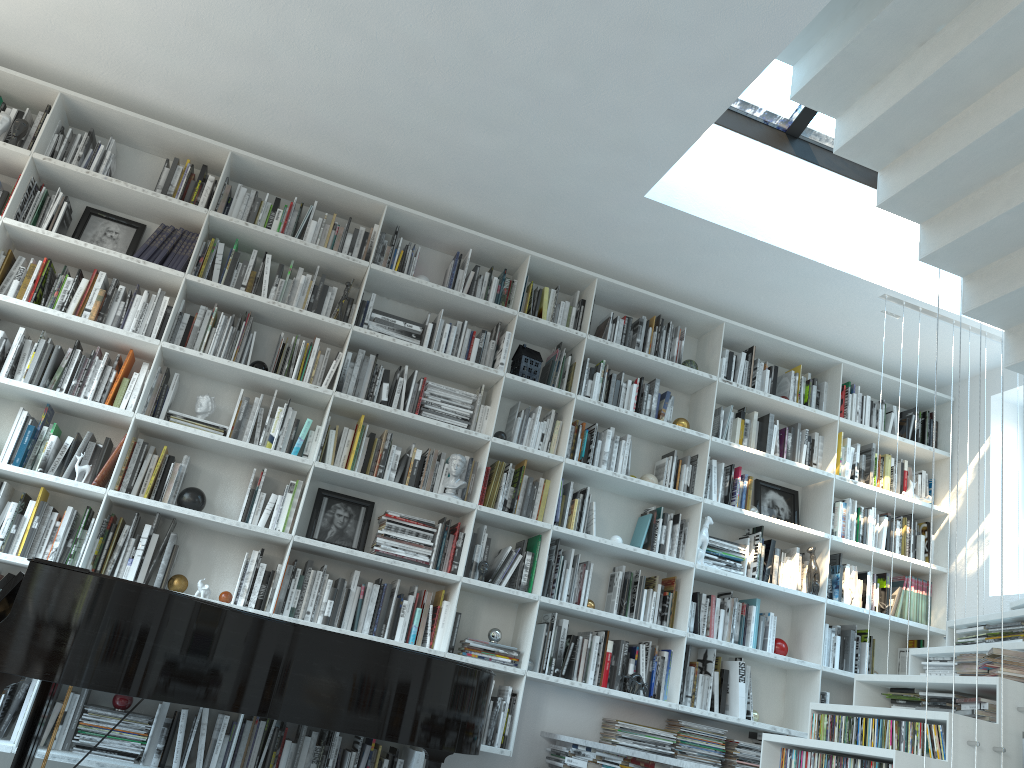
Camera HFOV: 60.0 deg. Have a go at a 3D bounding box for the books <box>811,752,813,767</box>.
[{"bbox_3d":[1.311,1.626,3.728,0.125,0.125,0.007,17,-21,-14],"label":"books"}]

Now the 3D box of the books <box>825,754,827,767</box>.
[{"bbox_3d":[1.340,1.600,3.643,0.125,0.125,0.008,17,-21,-14],"label":"books"}]

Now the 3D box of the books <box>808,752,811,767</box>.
[{"bbox_3d":[1.306,1.631,3.742,0.125,0.125,0.009,17,-21,-14],"label":"books"}]

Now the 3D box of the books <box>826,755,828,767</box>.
[{"bbox_3d":[1.343,1.598,3.636,0.125,0.125,0.009,17,-21,-14],"label":"books"}]

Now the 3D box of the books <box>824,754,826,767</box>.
[{"bbox_3d":[1.338,1.602,3.650,0.125,0.125,0.007,17,-21,-14],"label":"books"}]

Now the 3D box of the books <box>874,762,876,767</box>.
[{"bbox_3d":[1.433,1.517,3.379,0.125,0.125,0.010,17,-21,-14],"label":"books"}]

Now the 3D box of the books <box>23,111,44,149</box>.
[{"bbox_3d":[-2.415,-1.211,4.481,0.022,0.285,0.175,17,-21,-14],"label":"books"}]

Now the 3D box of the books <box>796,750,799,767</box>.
[{"bbox_3d":[1.279,1.655,3.819,0.125,0.125,0.008,17,-21,-14],"label":"books"}]

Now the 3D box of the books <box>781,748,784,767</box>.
[{"bbox_3d":[1.246,1.684,3.914,0.125,0.125,0.008,17,-21,-14],"label":"books"}]

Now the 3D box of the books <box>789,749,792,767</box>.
[{"bbox_3d":[1.264,1.668,3.862,0.125,0.125,0.010,17,-21,-14],"label":"books"}]

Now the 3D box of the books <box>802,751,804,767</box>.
[{"bbox_3d":[1.291,1.644,3.783,0.125,0.125,0.007,17,-21,-14],"label":"books"}]

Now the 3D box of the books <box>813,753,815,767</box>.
[{"bbox_3d":[1.316,1.622,3.713,0.125,0.125,0.009,17,-21,-14],"label":"books"}]

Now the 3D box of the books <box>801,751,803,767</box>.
[{"bbox_3d":[1.289,1.646,3.790,0.125,0.125,0.007,17,-21,-14],"label":"books"}]

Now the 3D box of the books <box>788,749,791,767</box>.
[{"bbox_3d":[1.261,1.670,3.870,0.125,0.125,0.008,17,-21,-14],"label":"books"}]

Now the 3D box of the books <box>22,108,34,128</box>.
[{"bbox_3d":[-2.481,-1.230,4.473,0.013,0.291,0.155,17,-21,-14],"label":"books"}]

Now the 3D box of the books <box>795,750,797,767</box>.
[{"bbox_3d":[1.277,1.657,3.825,0.125,0.125,0.008,17,-21,-14],"label":"books"}]

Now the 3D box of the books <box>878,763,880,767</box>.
[{"bbox_3d":[1.439,1.512,3.362,0.125,0.125,0.012,17,-21,-14],"label":"books"}]

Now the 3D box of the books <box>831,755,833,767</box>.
[{"bbox_3d":[1.353,1.589,3.609,0.125,0.125,0.007,17,-21,-14],"label":"books"}]

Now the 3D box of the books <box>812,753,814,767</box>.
[{"bbox_3d":[1.313,1.624,3.721,0.125,0.125,0.008,17,-21,-14],"label":"books"}]

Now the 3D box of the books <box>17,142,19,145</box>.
[{"bbox_3d":[-2.471,-1.186,4.458,0.023,0.204,0.146,17,-21,-14],"label":"books"}]

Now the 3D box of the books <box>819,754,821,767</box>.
[{"bbox_3d":[1.328,1.611,3.678,0.125,0.125,0.009,17,-21,-14],"label":"books"}]

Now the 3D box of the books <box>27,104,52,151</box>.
[{"bbox_3d":[-2.392,-1.230,4.490,0.014,0.336,0.168,17,-21,-14],"label":"books"}]

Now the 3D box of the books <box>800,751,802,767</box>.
[{"bbox_3d":[1.287,1.648,3.797,0.125,0.125,0.008,17,-21,-14],"label":"books"}]

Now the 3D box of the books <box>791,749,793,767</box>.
[{"bbox_3d":[1.267,1.666,3.854,0.125,0.125,0.007,17,-21,-14],"label":"books"}]

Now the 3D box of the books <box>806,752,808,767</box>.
[{"bbox_3d":[1.301,1.635,3.756,0.125,0.125,0.007,17,-21,-14],"label":"books"}]

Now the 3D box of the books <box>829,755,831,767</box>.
[{"bbox_3d":[1.348,1.593,3.623,0.125,0.125,0.008,17,-21,-14],"label":"books"}]

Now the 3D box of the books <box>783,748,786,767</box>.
[{"bbox_3d":[1.249,1.682,3.906,0.125,0.125,0.010,17,-21,-14],"label":"books"}]

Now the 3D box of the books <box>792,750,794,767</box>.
[{"bbox_3d":[1.269,1.663,3.846,0.125,0.125,0.009,17,-21,-14],"label":"books"}]

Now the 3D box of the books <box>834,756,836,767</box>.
[{"bbox_3d":[1.357,1.585,3.595,0.125,0.125,0.010,17,-21,-14],"label":"books"}]

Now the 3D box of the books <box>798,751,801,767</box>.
[{"bbox_3d":[1.284,1.650,3.805,0.125,0.125,0.008,17,-21,-14],"label":"books"}]

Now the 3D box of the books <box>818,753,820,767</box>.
[{"bbox_3d":[1.326,1.613,3.685,0.125,0.125,0.008,17,-21,-14],"label":"books"}]

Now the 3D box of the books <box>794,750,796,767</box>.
[{"bbox_3d":[1.274,1.659,3.832,0.125,0.125,0.007,17,-21,-14],"label":"books"}]

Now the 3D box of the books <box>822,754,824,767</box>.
[{"bbox_3d":[1.333,1.606,3.664,0.125,0.125,0.009,17,-21,-14],"label":"books"}]

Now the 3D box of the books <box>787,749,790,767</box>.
[{"bbox_3d":[1.259,1.672,3.876,0.125,0.125,0.008,17,-21,-14],"label":"books"}]

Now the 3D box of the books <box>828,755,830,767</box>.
[{"bbox_3d":[1.345,1.595,3.629,0.125,0.125,0.007,17,-21,-14],"label":"books"}]

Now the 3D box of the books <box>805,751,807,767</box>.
[{"bbox_3d":[1.298,1.637,3.763,0.125,0.125,0.008,17,-21,-14],"label":"books"}]

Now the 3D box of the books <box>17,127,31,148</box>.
[{"bbox_3d":[-2.448,-1.171,4.458,0.028,0.184,0.168,17,-21,-14],"label":"books"}]

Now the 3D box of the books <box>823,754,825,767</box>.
[{"bbox_3d":[1.336,1.604,3.656,0.125,0.125,0.008,17,-21,-14],"label":"books"}]

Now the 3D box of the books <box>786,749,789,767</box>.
[{"bbox_3d":[1.257,1.675,3.883,0.125,0.125,0.007,17,-21,-14],"label":"books"}]

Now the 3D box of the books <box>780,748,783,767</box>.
[{"bbox_3d":[1.243,1.686,3.920,0.125,0.125,0.008,17,-21,-14],"label":"books"}]

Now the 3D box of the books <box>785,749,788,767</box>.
[{"bbox_3d":[1.254,1.677,3.890,0.125,0.125,0.007,17,-21,-14],"label":"books"}]

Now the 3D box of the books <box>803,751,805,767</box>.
[{"bbox_3d":[1.294,1.641,3.777,0.125,0.125,0.007,17,-21,-14],"label":"books"}]

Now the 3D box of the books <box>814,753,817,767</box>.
[{"bbox_3d":[1.318,1.620,3.707,0.125,0.125,0.008,17,-21,-14],"label":"books"}]

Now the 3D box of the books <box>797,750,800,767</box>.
[{"bbox_3d":[1.282,1.652,3.811,0.125,0.125,0.008,17,-21,-14],"label":"books"}]

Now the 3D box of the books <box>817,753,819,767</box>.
[{"bbox_3d":[1.323,1.615,3.692,0.125,0.125,0.009,17,-21,-14],"label":"books"}]

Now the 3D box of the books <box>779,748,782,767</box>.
[{"bbox_3d":[1.241,1.689,3.928,0.125,0.125,0.007,17,-21,-14],"label":"books"}]

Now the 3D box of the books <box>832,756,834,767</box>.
[{"bbox_3d":[1.355,1.587,3.602,0.125,0.125,0.007,17,-21,-14],"label":"books"}]

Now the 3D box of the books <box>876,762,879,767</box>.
[{"bbox_3d":[1.436,1.515,3.371,0.125,0.125,0.008,17,-21,-14],"label":"books"}]

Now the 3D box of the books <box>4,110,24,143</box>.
[{"bbox_3d":[-2.499,-1.225,4.451,0.027,0.258,0.147,17,-21,-14],"label":"books"}]

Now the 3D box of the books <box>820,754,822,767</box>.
[{"bbox_3d":[1.331,1.608,3.671,0.125,0.125,0.008,17,-21,-14],"label":"books"}]

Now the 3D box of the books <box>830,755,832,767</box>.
[{"bbox_3d":[1.350,1.591,3.616,0.125,0.125,0.007,17,-21,-14],"label":"books"}]

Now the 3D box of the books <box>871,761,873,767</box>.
[{"bbox_3d":[1.427,1.523,3.397,0.125,0.125,0.008,17,-21,-14],"label":"books"}]

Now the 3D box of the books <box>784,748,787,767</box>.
[{"bbox_3d":[1.252,1.679,3.897,0.125,0.125,0.009,17,-21,-14],"label":"books"}]

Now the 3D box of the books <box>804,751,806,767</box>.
[{"bbox_3d":[1.296,1.639,3.770,0.125,0.125,0.008,17,-21,-14],"label":"books"}]

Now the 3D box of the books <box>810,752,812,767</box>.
[{"bbox_3d":[1.309,1.628,3.734,0.125,0.125,0.007,17,-21,-14],"label":"books"}]

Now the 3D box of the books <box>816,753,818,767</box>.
[{"bbox_3d":[1.321,1.617,3.700,0.125,0.125,0.007,17,-21,-14],"label":"books"}]

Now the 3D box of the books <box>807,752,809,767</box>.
[{"bbox_3d":[1.303,1.633,3.749,0.125,0.125,0.008,17,-21,-14],"label":"books"}]

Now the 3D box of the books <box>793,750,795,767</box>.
[{"bbox_3d":[1.272,1.661,3.840,0.125,0.125,0.009,17,-21,-14],"label":"books"}]
